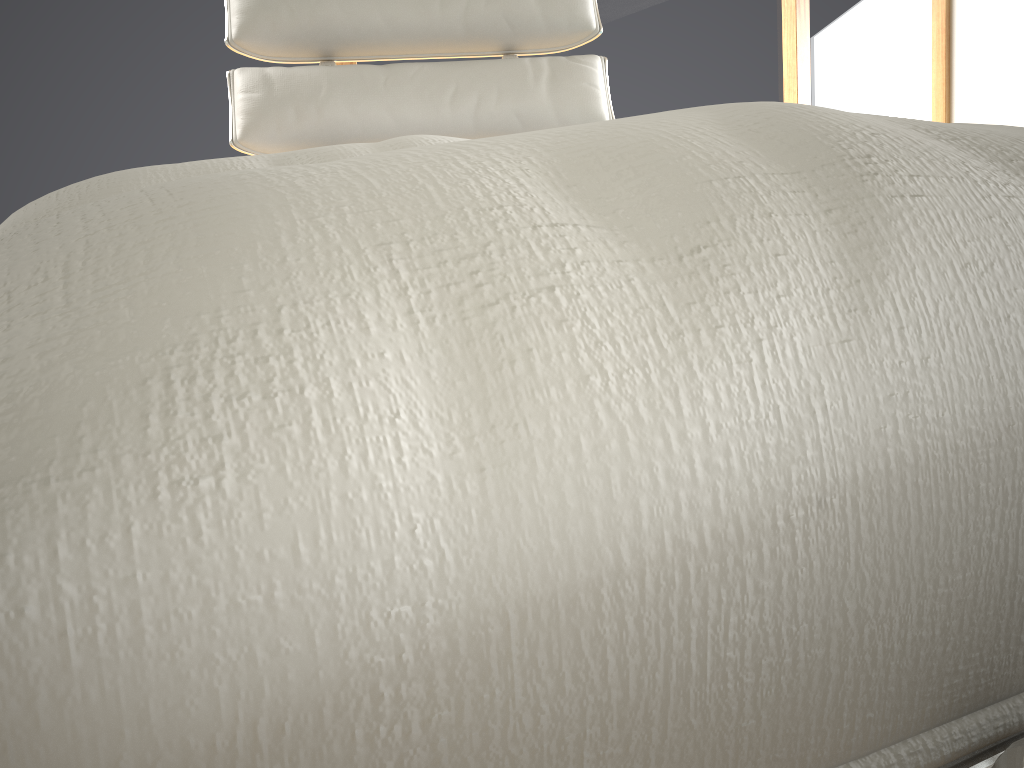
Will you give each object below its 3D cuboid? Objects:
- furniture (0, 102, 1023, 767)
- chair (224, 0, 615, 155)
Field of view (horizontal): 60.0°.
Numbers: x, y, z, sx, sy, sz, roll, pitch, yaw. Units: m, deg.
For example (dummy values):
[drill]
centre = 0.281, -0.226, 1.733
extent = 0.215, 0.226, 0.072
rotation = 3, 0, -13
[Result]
[furniture]
centre = 0.175, 0.133, 0.248
extent = 0.570, 0.437, 0.688
rotation = -8, 10, -26
[chair]
centre = -0.084, -0.256, 1.073
extent = 0.570, 0.965, 0.917
rotation = -5, 9, -7
